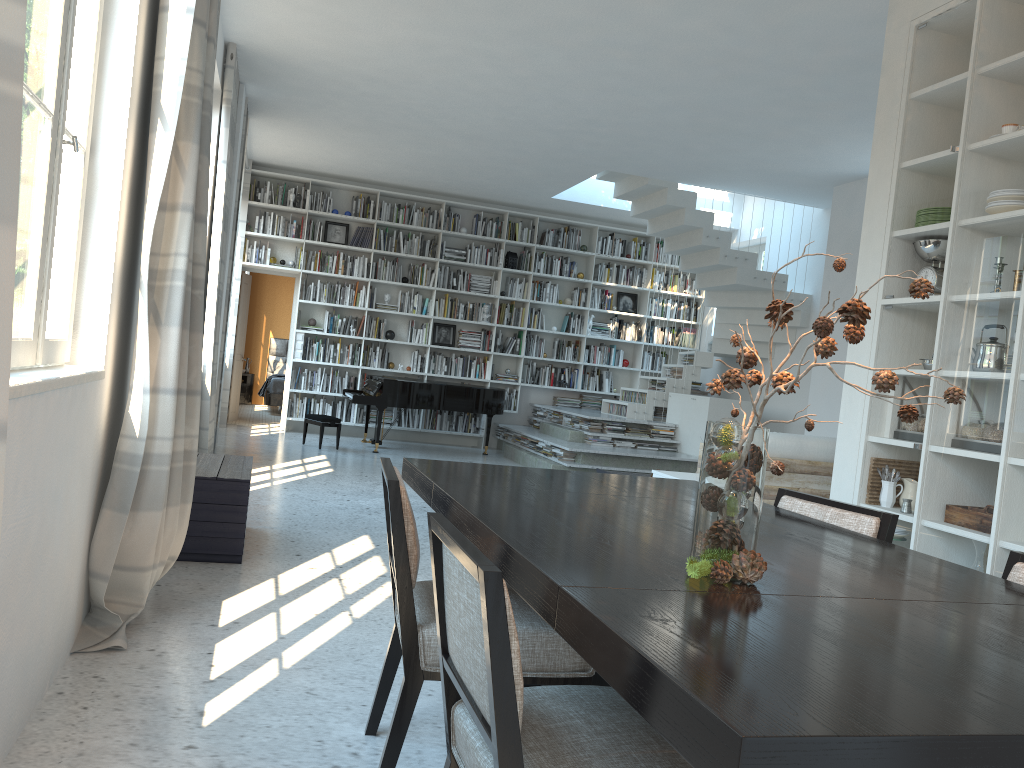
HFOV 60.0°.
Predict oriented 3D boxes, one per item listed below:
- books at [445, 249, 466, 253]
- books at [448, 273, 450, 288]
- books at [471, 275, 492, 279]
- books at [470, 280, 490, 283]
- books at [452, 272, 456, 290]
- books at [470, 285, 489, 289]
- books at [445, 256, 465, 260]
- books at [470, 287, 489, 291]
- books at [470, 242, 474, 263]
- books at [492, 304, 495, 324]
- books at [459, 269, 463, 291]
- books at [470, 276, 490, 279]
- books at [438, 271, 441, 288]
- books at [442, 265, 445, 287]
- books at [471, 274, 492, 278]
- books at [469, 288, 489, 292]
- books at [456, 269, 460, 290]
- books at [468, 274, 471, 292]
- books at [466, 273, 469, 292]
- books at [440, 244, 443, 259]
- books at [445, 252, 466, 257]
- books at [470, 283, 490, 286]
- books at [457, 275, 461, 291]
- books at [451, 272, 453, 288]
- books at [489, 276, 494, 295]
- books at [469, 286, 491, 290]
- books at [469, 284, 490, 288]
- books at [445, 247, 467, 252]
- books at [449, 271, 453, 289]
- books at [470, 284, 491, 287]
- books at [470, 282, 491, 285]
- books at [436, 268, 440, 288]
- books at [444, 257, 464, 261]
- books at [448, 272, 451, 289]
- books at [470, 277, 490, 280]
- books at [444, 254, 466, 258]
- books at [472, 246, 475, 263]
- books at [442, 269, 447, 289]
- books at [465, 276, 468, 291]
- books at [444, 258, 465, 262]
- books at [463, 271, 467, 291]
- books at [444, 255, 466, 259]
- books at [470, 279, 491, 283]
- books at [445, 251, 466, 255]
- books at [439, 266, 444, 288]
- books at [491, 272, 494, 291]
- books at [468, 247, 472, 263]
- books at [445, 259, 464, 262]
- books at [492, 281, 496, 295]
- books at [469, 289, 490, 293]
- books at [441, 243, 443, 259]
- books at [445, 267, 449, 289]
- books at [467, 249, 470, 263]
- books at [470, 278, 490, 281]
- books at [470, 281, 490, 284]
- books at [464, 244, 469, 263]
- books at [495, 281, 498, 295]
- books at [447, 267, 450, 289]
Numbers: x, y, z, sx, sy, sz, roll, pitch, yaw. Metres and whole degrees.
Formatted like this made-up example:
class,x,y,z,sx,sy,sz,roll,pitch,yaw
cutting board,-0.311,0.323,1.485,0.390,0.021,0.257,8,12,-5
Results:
class,x,y,z,sx,sy,sz,roll,pitch,yaw
books,-0.749,-1.727,11.569,0.285,0.024,0.159,6,1,-14
books,-0.837,-1.348,11.563,0.011,0.252,0.152,6,1,-16
books,-0.423,-1.406,11.670,0.285,0.012,0.159,6,1,-21
books,-0.432,-1.344,11.679,0.254,0.012,0.160,6,1,-14
books,-0.761,-1.332,11.576,0.066,0.237,0.153,6,1,-16
books,-0.439,-1.272,11.681,0.254,0.012,0.160,6,1,-14
books,-0.760,-1.637,11.569,0.254,0.012,0.160,6,1,-19
books,-0.442,-1.248,11.684,0.254,0.012,0.160,6,1,-17
books,-0.537,-1.701,11.604,0.011,0.284,0.190,6,1,-16
books,-0.265,-0.924,11.762,0.023,0.265,0.107,6,2,-16
books,-0.670,-1.350,11.610,0.049,0.291,0.162,6,1,-16
books,-0.427,-1.394,11.682,0.254,0.012,0.160,6,1,-16
books,-0.960,-1.349,11.542,0.027,0.228,0.147,6,1,-16
books,-0.911,-1.387,11.554,0.014,0.313,0.133,6,2,-16
books,-0.424,-1.418,11.677,0.285,0.012,0.159,6,1,-14
books,-0.444,-1.236,11.686,0.254,0.012,0.160,6,1,-16
books,-0.720,-1.353,11.600,0.022,0.285,0.130,6,2,-16
books,-0.580,-1.318,11.616,0.013,0.247,0.176,6,1,-16
books,-0.596,-1.319,11.625,0.015,0.245,0.183,6,1,-16
books,-0.940,-1.702,11.501,0.027,0.201,0.167,6,1,-16
books,-0.752,-1.678,11.563,0.285,0.024,0.159,6,1,-11
books,-0.436,-1.308,11.682,0.254,0.012,0.160,6,1,-15
books,-0.700,-1.316,11.601,0.024,0.216,0.147,6,1,-16
books,-0.800,-1.338,11.571,0.011,0.239,0.147,6,1,-16
books,-0.282,-1.290,11.709,0.012,0.254,0.160,6,1,-16
books,-0.440,-1.259,11.679,0.285,0.012,0.159,6,1,-19
books,-0.438,-1.284,11.681,0.254,0.012,0.160,6,1,-18
books,-0.748,-1.752,11.573,0.285,0.024,0.159,6,1,-16
books,-0.811,-1.344,11.567,0.014,0.250,0.172,6,1,-16
books,-0.438,-1.296,11.683,0.285,0.012,0.159,6,1,-15
books,-0.434,-1.320,11.677,0.285,0.012,0.159,6,1,-13
books,-0.979,-1.371,11.519,0.026,0.267,0.170,6,1,-16
books,-0.760,-1.625,11.565,0.254,0.012,0.160,6,1,-11
books,-0.827,-1.338,11.567,0.014,0.233,0.147,6,1,-16
books,-0.428,-1.382,11.678,0.254,0.012,0.160,6,1,-14
books,-0.758,-1.661,11.570,0.285,0.012,0.159,6,1,-18
books,-0.528,-1.677,11.624,0.021,0.237,0.171,6,1,-16
books,-0.888,-1.360,11.535,0.025,0.266,0.185,6,1,-16
books,-0.619,-1.307,11.628,0.024,0.216,0.132,6,1,-16
books,-0.762,-1.613,11.569,0.285,0.012,0.159,6,1,-13
books,-0.634,-1.335,11.606,0.021,0.269,0.191,6,1,-16
books,-0.758,-1.649,11.568,0.285,0.012,0.159,6,1,-19
books,-0.431,-1.356,11.681,0.285,0.012,0.159,6,1,-17
books,-0.750,-1.703,11.565,0.254,0.025,0.160,6,1,-20
books,-0.926,-1.380,11.531,0.026,0.297,0.179,6,1,-16
books,-0.271,-1.322,11.727,0.012,0.319,0.139,6,2,-16
books,-0.568,-1.674,11.639,0.024,0.223,0.128,6,1,-16
books,-0.763,-1.601,11.567,0.254,0.012,0.160,6,1,-12
books,-0.257,-1.260,11.731,0.030,0.198,0.171,6,1,-16
books,-0.445,-1.223,11.685,0.285,0.012,0.159,6,1,-15
books,-0.923,-1.709,11.518,0.013,0.218,0.141,6,1,-16
books,-0.866,-1.373,11.559,0.029,0.295,0.151,6,1,-16
books,-0.585,-1.658,11.605,0.025,0.187,0.193,6,1,-16
books,-0.427,-1.368,11.672,0.254,0.012,0.160,6,1,-11
books,-0.432,-1.332,11.677,0.254,0.012,0.160,6,1,-19
books,-0.601,-1.693,11.603,0.012,0.254,0.160,6,1,-16
books,-0.229,-1.261,11.745,0.030,0.205,0.158,6,1,-16
books,-0.844,-1.373,11.557,0.011,0.300,0.179,6,1,-16
